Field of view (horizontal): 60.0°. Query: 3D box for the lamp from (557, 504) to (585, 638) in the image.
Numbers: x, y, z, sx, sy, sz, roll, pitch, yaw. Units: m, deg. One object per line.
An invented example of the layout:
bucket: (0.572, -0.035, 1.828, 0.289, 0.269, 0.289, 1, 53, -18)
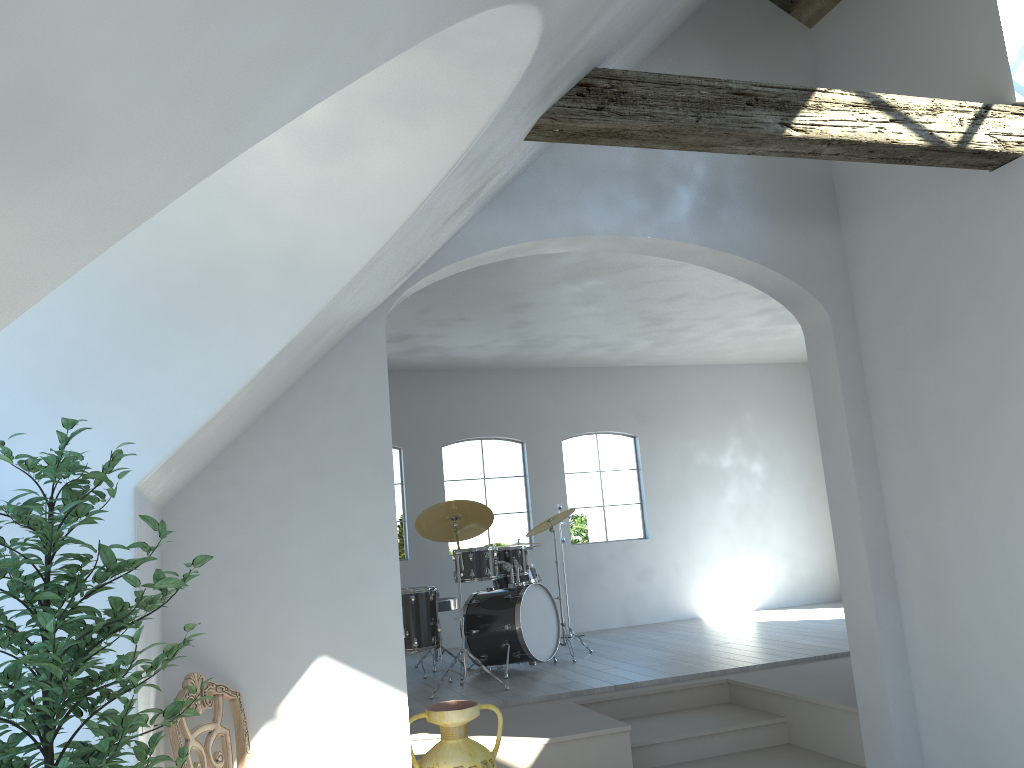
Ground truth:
lamp: (0.554, 1.970, 9.425, 0.232, 1.383, 0.238, -2, -10, -18)

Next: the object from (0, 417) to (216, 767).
object: (-0.996, 1.036, 1.939, 0.718, 1.920, 0.737, -5, -10, 0)

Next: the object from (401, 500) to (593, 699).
object: (-0.354, 1.712, 7.484, 1.465, 1.383, 2.354, -10, -11, 25)

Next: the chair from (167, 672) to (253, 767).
chair: (-0.903, 1.671, 3.358, 0.655, 1.159, 0.552, -6, -10, 6)

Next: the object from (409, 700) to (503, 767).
object: (-0.277, 1.926, 4.448, 0.396, 0.605, 0.402, -10, -11, 28)
